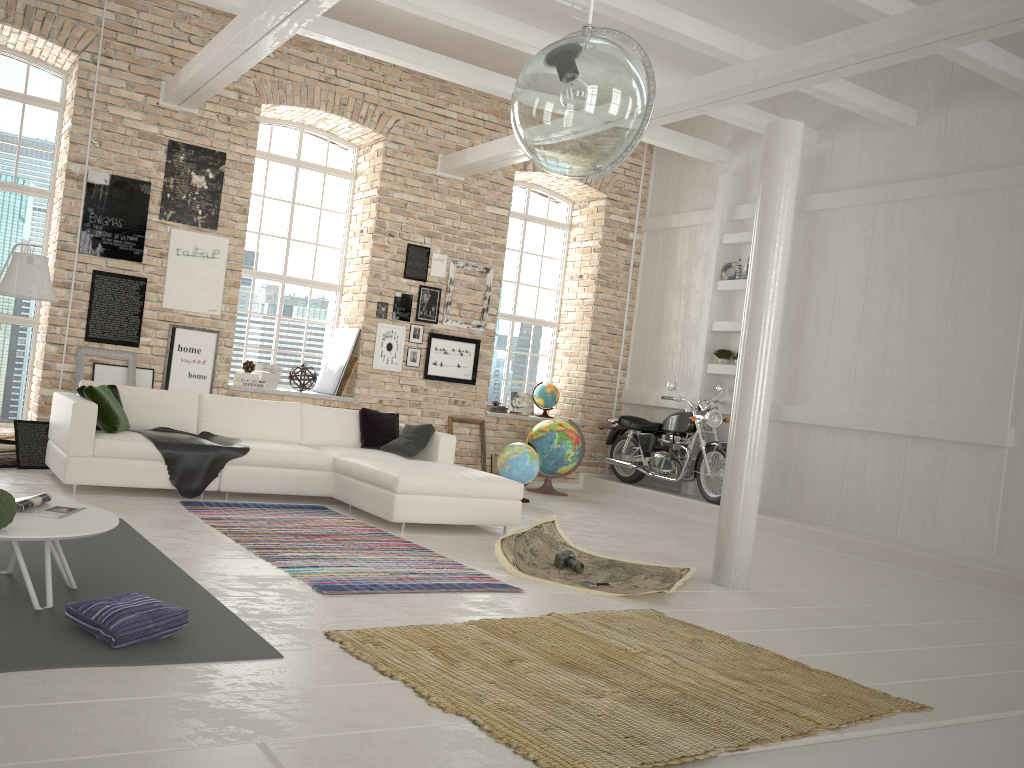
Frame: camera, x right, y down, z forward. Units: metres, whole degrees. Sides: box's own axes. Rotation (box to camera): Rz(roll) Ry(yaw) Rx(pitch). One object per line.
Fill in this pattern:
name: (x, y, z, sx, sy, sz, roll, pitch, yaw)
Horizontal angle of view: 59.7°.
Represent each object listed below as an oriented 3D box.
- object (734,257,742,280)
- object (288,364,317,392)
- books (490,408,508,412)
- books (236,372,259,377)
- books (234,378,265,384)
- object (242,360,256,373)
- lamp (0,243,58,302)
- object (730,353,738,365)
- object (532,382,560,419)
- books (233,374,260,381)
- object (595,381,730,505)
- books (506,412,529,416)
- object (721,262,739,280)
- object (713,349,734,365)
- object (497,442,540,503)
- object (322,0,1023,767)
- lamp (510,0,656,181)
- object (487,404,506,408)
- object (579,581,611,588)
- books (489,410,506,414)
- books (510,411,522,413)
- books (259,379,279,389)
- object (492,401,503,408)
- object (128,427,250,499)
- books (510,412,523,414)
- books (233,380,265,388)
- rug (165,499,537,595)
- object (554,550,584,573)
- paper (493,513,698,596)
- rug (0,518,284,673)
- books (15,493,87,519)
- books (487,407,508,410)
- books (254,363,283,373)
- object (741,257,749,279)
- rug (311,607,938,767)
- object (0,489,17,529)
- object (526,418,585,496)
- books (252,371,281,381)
object: (2.579, -1.307, 10.136, 0.069, 0.267, 0.065, 7, 0, 12)
object: (-2.259, -0.067, 9.616, 0.285, 0.307, 0.327, 7, 0, -41)
books: (-0.218, 0.313, 10.955, 0.239, 0.029, 0.215, 7, -1, -33)
books: (-2.767, -0.103, 9.325, 0.172, 0.030, 0.188, 7, -1, -43)
books: (-2.747, -0.035, 9.326, 0.254, 0.024, 0.232, 7, -1, -35)
object: (-2.769, -0.183, 9.380, 0.141, 0.137, 0.144, 7, 0, -5)
lamp: (-3.913, -0.182, 6.589, 1.013, 1.775, 0.445, 7, 0, 4)
object: (2.558, -0.284, 9.972, 0.216, 0.158, 0.238, 7, 0, -40)
object: (0.435, 0.204, 11.368, 0.312, 0.465, 0.347, 7, 0, -27)
books: (-2.777, -0.069, 9.322, 0.207, 0.040, 0.190, 6, -1, 44)
object: (1.827, 0.600, 10.330, 0.763, 1.328, 2.309, 7, 0, -38)
books: (0.064, 0.373, 10.880, 0.214, 0.022, 0.186, 7, -1, -32)
object: (2.517, -1.294, 10.265, 0.066, 0.229, 0.250, 7, 0, -42)
object: (2.405, -0.312, 10.165, 0.243, 0.180, 0.238, 7, 0, 28)
object: (0.058, 0.909, 9.308, 0.458, 0.631, 0.437, 7, 0, 8)
object: (0.433, -1.179, 4.882, 9.544, 4.798, 12.567, 7, -1, -33)
lamp: (0.309, -1.533, 3.266, 0.484, 1.599, 0.520, 7, 0, -18)
object: (-0.200, 0.267, 10.949, 0.201, 0.021, 0.168, 7, -1, -32)
object: (0.521, 1.216, 5.414, 0.213, 0.019, 0.103, 7, -1, -35)
books: (-0.218, 0.339, 10.951, 0.241, 0.025, 0.214, 7, -1, -31)
books: (0.048, 0.341, 10.886, 0.108, 0.013, 0.125, 6, -1, 33)
books: (-2.700, -0.010, 9.723, 0.225, 0.088, 0.334, 7, -1, -28)
object: (-0.180, 0.252, 10.982, 0.096, 0.090, 0.467, 7, -1, 6)
object: (-2.622, 0.621, 7.125, 0.841, 0.464, 0.823, 7, 0, -34)
books: (0.054, 0.355, 10.881, 0.143, 0.014, 0.099, 6, -1, 40)
books: (-2.754, 0.001, 9.325, 0.259, 0.048, 0.232, 7, -1, -35)
rug: (-1.225, 1.027, 5.837, 1.324, 0.008, 2.846, 7, -1, -35)
object: (0.383, 1.154, 5.812, 0.140, 0.124, 0.179, 7, 0, -32)
paper: (0.608, 1.111, 5.831, 1.116, 0.265, 1.393, 7, -1, 22)
rug: (-2.258, 0.882, 4.205, 1.352, 0.041, 2.882, 7, -1, -35)
books: (-2.121, 0.529, 3.953, 0.373, 0.048, 0.306, 7, -1, -2)
books: (-0.207, 0.289, 10.960, 0.242, 0.026, 0.216, 7, -1, -37)
books: (-2.684, -0.178, 9.714, 0.244, 0.085, 0.284, 6, -1, 38)
object: (2.651, -1.297, 9.974, 0.061, 0.261, 0.243, 7, 0, -21)
rug: (0.469, 1.201, 3.763, 2.060, 0.021, 1.637, 7, -1, -38)
object: (-2.002, 0.484, 3.447, 0.175, 0.164, 0.150, 7, 0, 34)
object: (0.473, 0.846, 10.408, 0.698, 0.924, 0.613, 7, 0, 33)
books: (-2.690, -0.093, 9.724, 0.223, 0.088, 0.338, 7, -1, -38)
